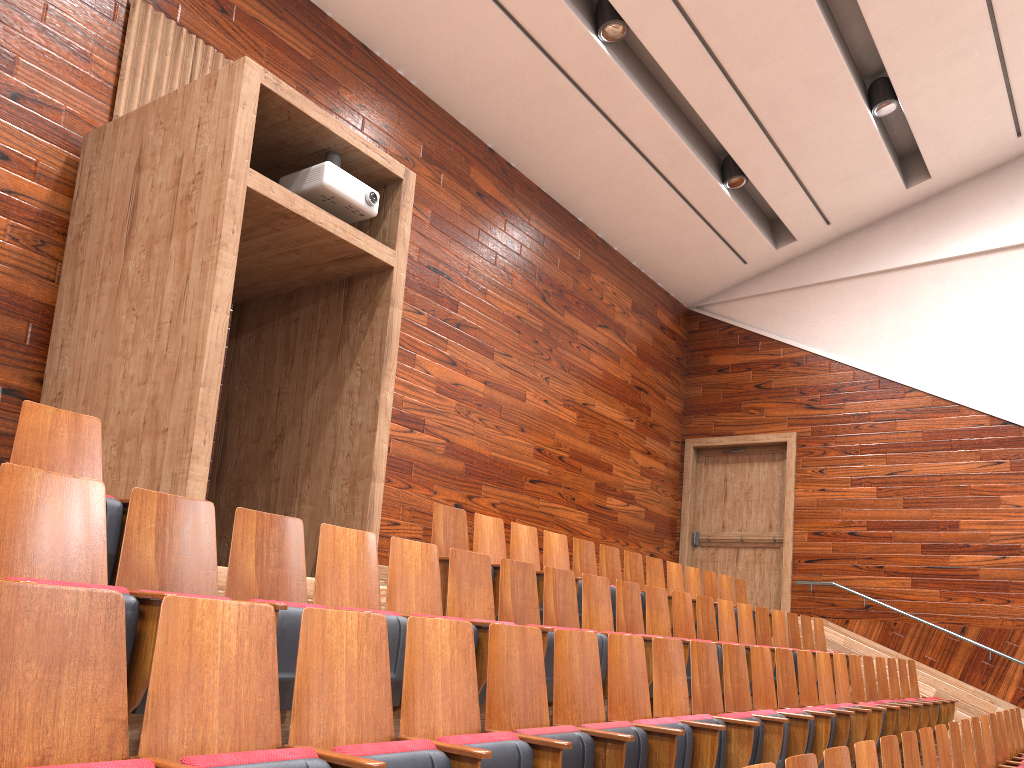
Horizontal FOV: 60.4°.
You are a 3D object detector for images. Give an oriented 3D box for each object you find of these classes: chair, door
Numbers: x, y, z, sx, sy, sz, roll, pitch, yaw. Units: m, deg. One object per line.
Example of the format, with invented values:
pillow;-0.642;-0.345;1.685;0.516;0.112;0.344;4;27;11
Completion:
chair;0.193;0.184;0.171;0.773;0.364;1.210;-5;-18;35
door;0.273;0.182;1.060;0.140;0.234;0.025;-3;-11;36

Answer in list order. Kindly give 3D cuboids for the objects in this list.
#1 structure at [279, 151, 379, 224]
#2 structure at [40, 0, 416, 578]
structure;-0.094;-0.106;0.460;0.041;0.031;0.039;-5;-16;35
structure;-0.151;-0.061;0.476;0.144;0.322;0.119;-2;-12;36
